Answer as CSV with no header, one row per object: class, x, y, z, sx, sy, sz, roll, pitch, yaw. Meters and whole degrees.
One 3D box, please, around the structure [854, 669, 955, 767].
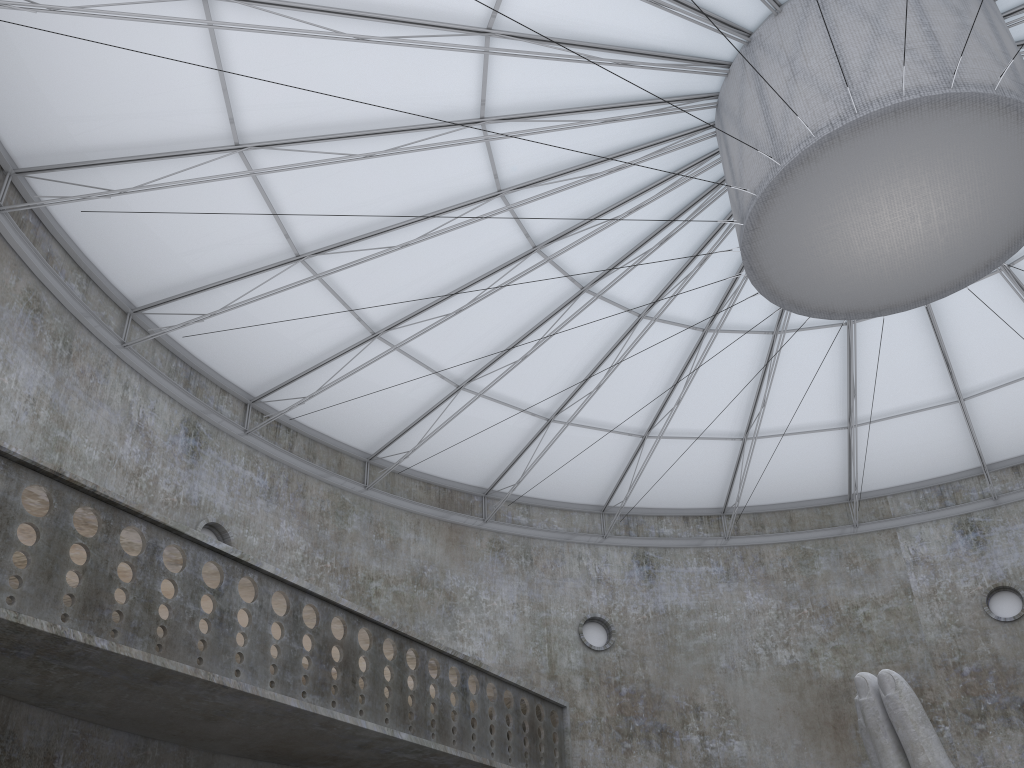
structure,10.858,6.170,12.162,10.728,5.559,16.042,5,-34,-10
